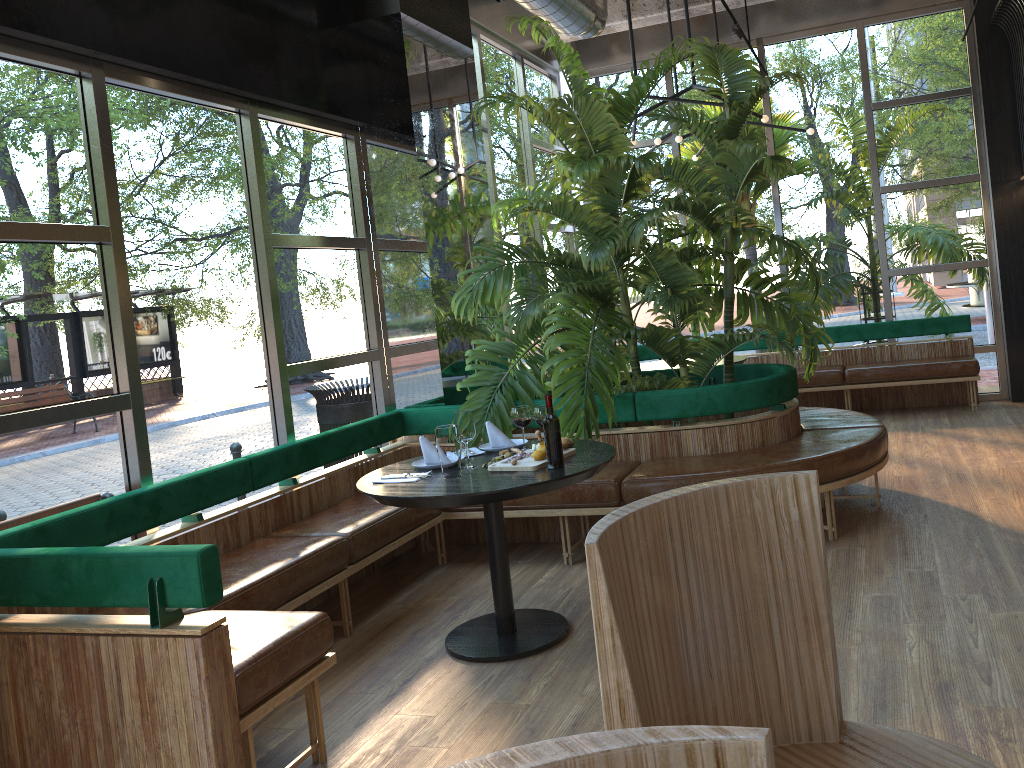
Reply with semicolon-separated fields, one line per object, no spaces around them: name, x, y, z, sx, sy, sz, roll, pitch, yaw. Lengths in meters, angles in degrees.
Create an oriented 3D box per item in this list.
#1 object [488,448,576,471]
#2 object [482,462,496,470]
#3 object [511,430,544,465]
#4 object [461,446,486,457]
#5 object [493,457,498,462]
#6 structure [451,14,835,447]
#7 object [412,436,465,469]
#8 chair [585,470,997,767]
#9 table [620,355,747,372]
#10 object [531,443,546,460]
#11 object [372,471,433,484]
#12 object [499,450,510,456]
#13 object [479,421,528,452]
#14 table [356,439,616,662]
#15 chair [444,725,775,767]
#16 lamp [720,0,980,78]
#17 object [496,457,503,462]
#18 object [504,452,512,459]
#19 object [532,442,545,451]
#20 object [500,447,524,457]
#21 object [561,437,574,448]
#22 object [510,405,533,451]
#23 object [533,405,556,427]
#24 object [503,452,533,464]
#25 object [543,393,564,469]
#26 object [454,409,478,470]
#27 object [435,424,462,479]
object;0.090;0.318;3.749;0.229;0.019;0.370;-3;6;31
object;-0.102;0.342;3.754;0.060;0.013;0.153;-5;5;17
object;0.062;0.258;3.650;0.139;0.123;0.101;-6;3;1
object;-0.225;0.315;4.158;0.163;0.019;0.248;-8;6;-18
object;-0.065;0.326;3.853;0.032;0.019;0.039;-4;5;33
structure;0.867;-0.876;5.963;2.409;3.424;2.705;-6;3;6
object;-0.330;0.293;3.919;0.231;0.138;0.235;-6;4;5
chair;0.419;0.652;1.153;0.523;0.966;0.573;-5;3;31
table;1.491;0.197;7.571;1.101;0.748;1.104;-6;4;1
object;0.126;0.274;3.728;0.096;0.064;0.168;-7;5;-7
object;-0.435;0.383;3.679;0.247;0.019;0.163;-4;6;20
object;-0.034;0.309;3.972;0.023;0.025;0.048;-4;5;39
object;-0.044;0.238;4.174;0.231;0.138;0.235;-6;4;5
table;-0.061;0.716;3.813;1.123;0.748;1.082;-7;4;-10
chair;0.100;0.758;0.382;0.553;0.966;0.544;-7;2;-4
lamp;0.467;-2.650;3.606;3.676;1.526;10.382;-5;5;20
object;-0.054;0.325;3.781;0.041;0.031;0.031;-10;5;-44
object;-0.017;0.313;3.867;0.031;0.032;0.039;-5;4;19
object;0.142;0.276;3.835;0.064;0.038;0.193;-9;6;-33
object;0.003;0.306;3.930;0.094;0.028;0.133;-3;6;36
object;0.233;0.261;3.910;0.057;0.071;0.217;-6;5;14
object;0.049;0.203;4.052;0.101;0.200;0.104;-6;2;10
object;0.152;0.200;3.971;0.101;0.200;0.104;-6;2;10
object;0.035;0.307;3.762;0.098;0.013;0.230;-4;6;26
object;0.161;0.187;3.567;0.065;0.298;0.072;-5;2;37
object;-0.196;0.235;3.761;0.092;0.244;0.093;-6;2;4
object;-0.253;0.274;3.599;0.111;0.208;0.100;-8;3;-34
